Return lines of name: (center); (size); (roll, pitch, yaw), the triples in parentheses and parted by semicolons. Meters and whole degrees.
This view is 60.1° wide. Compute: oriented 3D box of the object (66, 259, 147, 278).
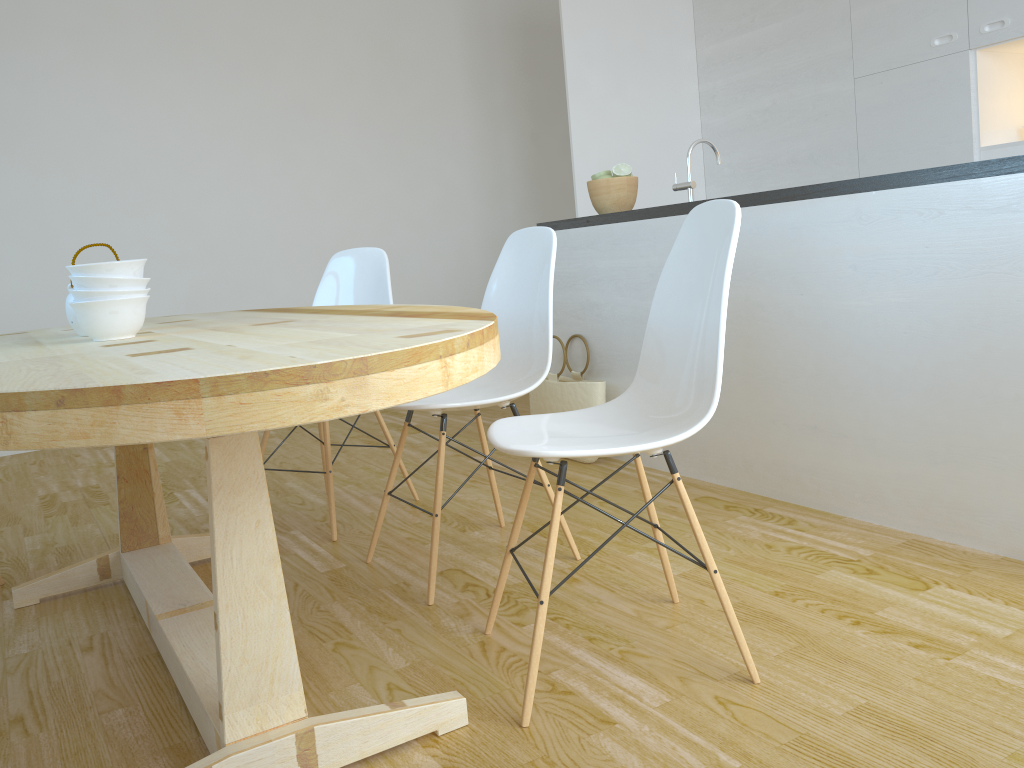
object: (-0.815, -0.206, 1.793); (0.152, 0.086, 0.153); (-5, 7, -2)

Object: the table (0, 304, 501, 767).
table: (-0.745, 0.246, 1.959); (1.198, 0.721, 2.195); (-10, 9, -31)

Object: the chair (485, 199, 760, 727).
chair: (0.194, 0.104, 1.768); (0.524, 0.897, 0.432); (-6, 5, -10)

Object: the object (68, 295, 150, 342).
object: (-0.813, -0.132, 1.801); (0.152, 0.082, 0.153); (-4, 8, 9)

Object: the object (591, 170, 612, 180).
object: (0.364, -0.828, 3.586); (0.086, 0.065, 0.084); (-7, 7, -18)

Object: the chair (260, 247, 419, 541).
chair: (-0.638, -0.004, 3.008); (0.429, 0.896, 0.527); (-2, 6, 30)

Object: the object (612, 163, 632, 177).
object: (0.431, -0.832, 3.476); (0.077, 0.071, 0.074); (-6, 7, -5)

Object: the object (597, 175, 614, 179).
object: (0.379, -0.789, 3.512); (0.097, 0.085, 0.082); (-2, 7, 24)

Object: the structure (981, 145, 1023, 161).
structure: (2.243, -0.713, 3.707); (0.049, 0.593, 0.562); (-8, 7, -30)

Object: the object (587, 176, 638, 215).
object: (0.407, -0.748, 3.543); (0.205, 0.141, 0.206); (-2, 8, 21)

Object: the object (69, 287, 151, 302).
object: (-0.812, -0.155, 1.798); (0.151, 0.092, 0.153); (-4, 7, 9)

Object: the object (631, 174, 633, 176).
object: (0.447, -0.816, 3.552); (0.086, 0.098, 0.102); (-6, 7, -9)

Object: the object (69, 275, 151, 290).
object: (-0.811, -0.179, 1.797); (0.151, 0.095, 0.152); (-7, 7, -14)

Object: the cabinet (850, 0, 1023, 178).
cabinet: (2.754, -1.132, 3.182); (0.483, 2.287, 3.209); (-8, 8, -30)

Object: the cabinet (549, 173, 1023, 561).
cabinet: (1.017, -0.139, 2.907); (0.603, 0.904, 2.407); (-8, 8, -30)

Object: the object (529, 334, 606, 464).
object: (-0.068, 0.128, 3.179); (0.471, 0.498, 1.198); (0, 9, 37)

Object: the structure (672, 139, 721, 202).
structure: (0.641, -0.735, 3.063); (0.163, 0.214, 0.097); (-9, 6, -30)

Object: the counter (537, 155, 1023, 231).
counter: (0.976, -0.608, 2.868); (0.603, 0.040, 2.407); (-10, 10, -30)

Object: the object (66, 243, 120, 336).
object: (-0.944, -0.223, 2.057); (0.178, 0.210, 0.147); (-9, 7, -31)

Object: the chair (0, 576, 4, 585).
chair: (-1.780, 0.193, 2.345); (0.523, 0.897, 0.432); (-5, 5, 0)
